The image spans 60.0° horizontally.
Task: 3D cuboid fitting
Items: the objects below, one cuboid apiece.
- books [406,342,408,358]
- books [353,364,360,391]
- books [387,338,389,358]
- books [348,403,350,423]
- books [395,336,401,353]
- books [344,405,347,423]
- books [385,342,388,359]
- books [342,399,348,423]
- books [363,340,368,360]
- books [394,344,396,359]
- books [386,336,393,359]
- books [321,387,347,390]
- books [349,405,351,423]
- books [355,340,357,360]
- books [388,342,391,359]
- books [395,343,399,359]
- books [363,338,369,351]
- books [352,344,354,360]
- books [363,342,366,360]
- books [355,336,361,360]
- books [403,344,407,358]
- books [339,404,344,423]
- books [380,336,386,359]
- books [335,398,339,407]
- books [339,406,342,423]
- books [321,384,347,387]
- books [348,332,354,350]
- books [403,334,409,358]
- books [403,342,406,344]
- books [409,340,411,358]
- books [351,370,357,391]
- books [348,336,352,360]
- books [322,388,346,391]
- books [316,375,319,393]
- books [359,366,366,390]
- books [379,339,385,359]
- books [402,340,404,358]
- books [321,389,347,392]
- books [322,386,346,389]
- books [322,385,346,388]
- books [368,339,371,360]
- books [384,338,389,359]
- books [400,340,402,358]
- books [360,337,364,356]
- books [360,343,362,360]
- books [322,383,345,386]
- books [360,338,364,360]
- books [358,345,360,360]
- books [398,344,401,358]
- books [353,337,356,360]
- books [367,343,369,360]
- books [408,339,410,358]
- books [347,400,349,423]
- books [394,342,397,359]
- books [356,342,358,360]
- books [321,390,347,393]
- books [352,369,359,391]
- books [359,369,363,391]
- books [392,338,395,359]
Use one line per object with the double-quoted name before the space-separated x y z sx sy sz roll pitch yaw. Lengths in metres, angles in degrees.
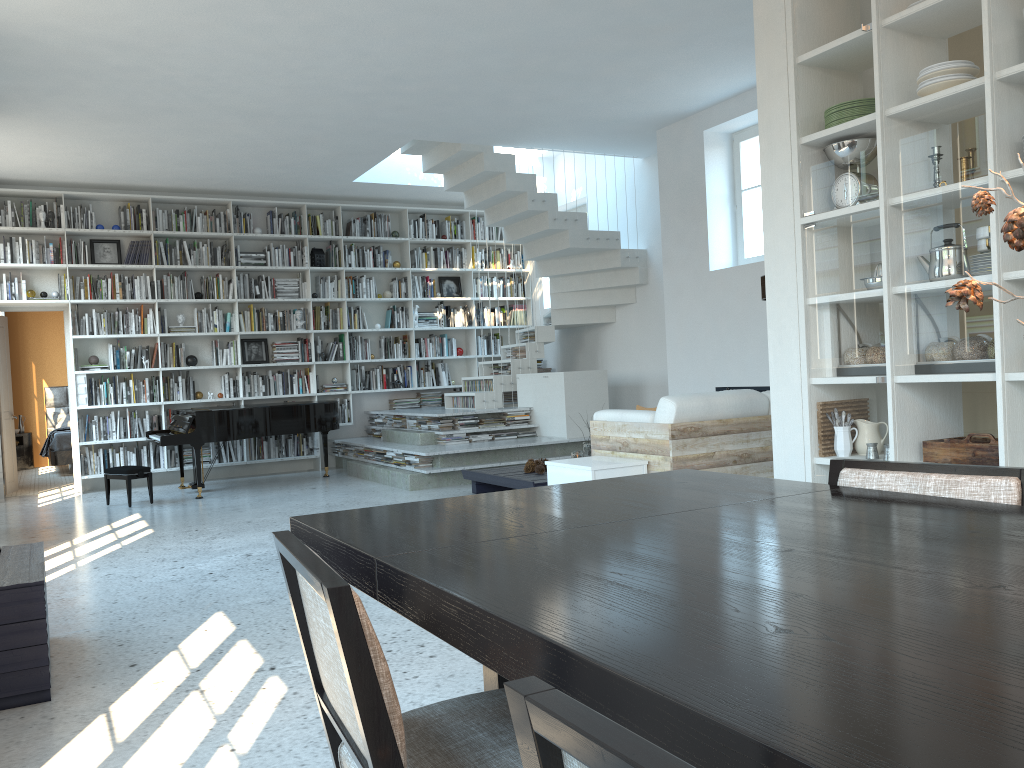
"books" -1.335 -0.419 11.064 0.013 0.204 0.158 -4 1 -28
"books" -1.884 -0.076 10.756 0.010 0.316 0.187 -4 1 -28
"books" -1.553 -0.434 10.956 0.008 0.259 0.158 -4 1 -28
"books" -1.974 0.345 10.621 0.013 0.233 0.149 -4 1 -28
"books" -1.420 -0.449 11.014 0.006 0.274 0.173 -4 1 -28
"books" -2.009 0.358 10.586 0.011 0.212 0.178 -4 1 -28
"books" -1.569 -0.411 10.932 0.015 0.216 0.177 -4 1 -28
"books" -2.000 0.321 10.599 0.021 0.285 0.172 -4 1 -28
"books" -1.803 -0.409 10.819 0.015 0.238 0.176 -4 1 -28
"books" -1.475 -0.400 10.974 0.018 0.182 0.182 -4 1 -28
"books" -1.517 -0.449 10.982 0.007 0.285 0.159 -4 1 -28
"books" -2.127 0.054 10.584 0.285 0.012 0.159 -3 1 -25
"books" -1.968 0.359 10.639 0.012 0.206 0.160 -4 1 -28
"books" -1.917 -0.407 10.750 0.013 0.249 0.165 -4 1 -28
"books" -1.543 -0.410 10.983 0.031 0.208 0.122 -4 1 -28
"books" -1.444 -0.408 11.002 0.015 0.195 0.175 -4 1 -28
"books" -1.778 -0.421 10.834 0.014 0.261 0.142 -4 1 -28
"books" -1.950 -0.383 10.747 0.013 0.204 0.154 -4 1 -28
"books" -1.817 -0.400 10.823 0.008 0.223 0.133 -4 1 -28
"books" -1.872 -0.434 10.770 0.014 0.297 0.175 -4 1 -28
"books" -1.353 -0.406 11.033 0.016 0.180 0.189 -4 1 -28
"books" -2.037 0.353 10.572 0.026 0.225 0.175 -4 1 -28
"books" -1.598 -0.447 10.948 0.016 0.290 0.131 -4 1 -28
"books" -2.088 0.318 10.575 0.032 0.300 0.149 -4 1 -28
"books" -2.065 0.366 10.585 0.013 0.202 0.139 -4 1 -28
"books" -2.130 0.018 10.585 0.285 0.012 0.159 -3 1 -24
"books" -1.949 -0.452 10.758 0.007 0.342 0.149 -4 1 -28
"books" -1.325 -0.465 11.061 0.007 0.295 0.162 -4 1 -28
"books" -1.352 -0.419 11.065 0.016 0.205 0.141 -4 1 -28
"books" -1.304 -0.431 11.097 0.009 0.224 0.146 -4 1 -28
"books" -1.921 -0.043 10.757 0.012 0.254 0.161 -4 1 -28
"books" -1.968 -0.428 10.731 0.018 0.295 0.177 -4 1 -28
"books" -2.127 0.067 10.586 0.254 0.012 0.161 -3 1 -22
"books" -2.332 0.002 10.550 0.030 0.210 0.136 -4 1 -28
"books" -1.832 -0.068 10.783 0.030 0.294 0.188 -4 1 -28
"books" -1.606 -0.427 10.929 0.019 0.252 0.130 -4 1 -28
"books" -1.383 -0.430 11.047 0.021 0.232 0.155 -4 1 -28
"books" -2.128 0.079 10.589 0.285 0.012 0.159 -3 1 -23
"books" -2.130 0.042 10.588 0.254 0.012 0.161 -3 1 -23
"books" -2.126 0.030 10.577 0.254 0.012 0.161 -3 1 -28
"books" -1.767 -0.417 10.841 0.013 0.251 0.172 -4 1 -28
"books" -1.564 -0.435 10.951 0.015 0.262 0.149 -4 1 -28
"books" -1.408 -0.427 11.020 0.018 0.229 0.182 -4 1 -28
"books" -1.836 -0.430 10.813 0.006 0.285 0.159 -4 1 -28
"books" -1.860 -0.388 10.795 0.013 0.203 0.167 -4 1 -28
"books" -2.128 0.006 10.579 0.254 0.012 0.161 -3 1 -19
"books" -1.845 -0.421 10.790 0.012 0.267 0.183 -4 1 -28
"books" -1.882 -0.378 10.766 0.013 0.186 0.184 -4 1 -28
"books" -1.427 -0.403 11.007 0.019 0.183 0.190 -4 1 -28
"books" -1.925 -0.424 10.744 0.005 0.284 0.159 -4 1 -28
"books" -1.787 -0.394 10.824 0.014 0.207 0.180 -4 1 -28
"books" -1.315 -0.436 11.101 0.007 0.235 0.131 -4 1 -28
"books" -1.994 0.328 10.627 0.015 0.271 0.157 -4 1 -28
"books" -1.474 -0.431 11.009 0.030 0.244 0.135 -4 1 -28
"books" -1.901 -0.397 10.747 0.011 0.226 0.188 -4 1 -28
"books" -2.125 0.091 10.585 0.285 0.012 0.159 -3 1 -25
"books" -1.896 -0.048 10.748 0.023 0.262 0.186 -4 1 -28
"books" -1.855 -0.048 10.772 0.023 0.256 0.178 -4 1 -28
"books" -1.493 -0.433 10.965 0.018 0.251 0.184 -4 1 -28
